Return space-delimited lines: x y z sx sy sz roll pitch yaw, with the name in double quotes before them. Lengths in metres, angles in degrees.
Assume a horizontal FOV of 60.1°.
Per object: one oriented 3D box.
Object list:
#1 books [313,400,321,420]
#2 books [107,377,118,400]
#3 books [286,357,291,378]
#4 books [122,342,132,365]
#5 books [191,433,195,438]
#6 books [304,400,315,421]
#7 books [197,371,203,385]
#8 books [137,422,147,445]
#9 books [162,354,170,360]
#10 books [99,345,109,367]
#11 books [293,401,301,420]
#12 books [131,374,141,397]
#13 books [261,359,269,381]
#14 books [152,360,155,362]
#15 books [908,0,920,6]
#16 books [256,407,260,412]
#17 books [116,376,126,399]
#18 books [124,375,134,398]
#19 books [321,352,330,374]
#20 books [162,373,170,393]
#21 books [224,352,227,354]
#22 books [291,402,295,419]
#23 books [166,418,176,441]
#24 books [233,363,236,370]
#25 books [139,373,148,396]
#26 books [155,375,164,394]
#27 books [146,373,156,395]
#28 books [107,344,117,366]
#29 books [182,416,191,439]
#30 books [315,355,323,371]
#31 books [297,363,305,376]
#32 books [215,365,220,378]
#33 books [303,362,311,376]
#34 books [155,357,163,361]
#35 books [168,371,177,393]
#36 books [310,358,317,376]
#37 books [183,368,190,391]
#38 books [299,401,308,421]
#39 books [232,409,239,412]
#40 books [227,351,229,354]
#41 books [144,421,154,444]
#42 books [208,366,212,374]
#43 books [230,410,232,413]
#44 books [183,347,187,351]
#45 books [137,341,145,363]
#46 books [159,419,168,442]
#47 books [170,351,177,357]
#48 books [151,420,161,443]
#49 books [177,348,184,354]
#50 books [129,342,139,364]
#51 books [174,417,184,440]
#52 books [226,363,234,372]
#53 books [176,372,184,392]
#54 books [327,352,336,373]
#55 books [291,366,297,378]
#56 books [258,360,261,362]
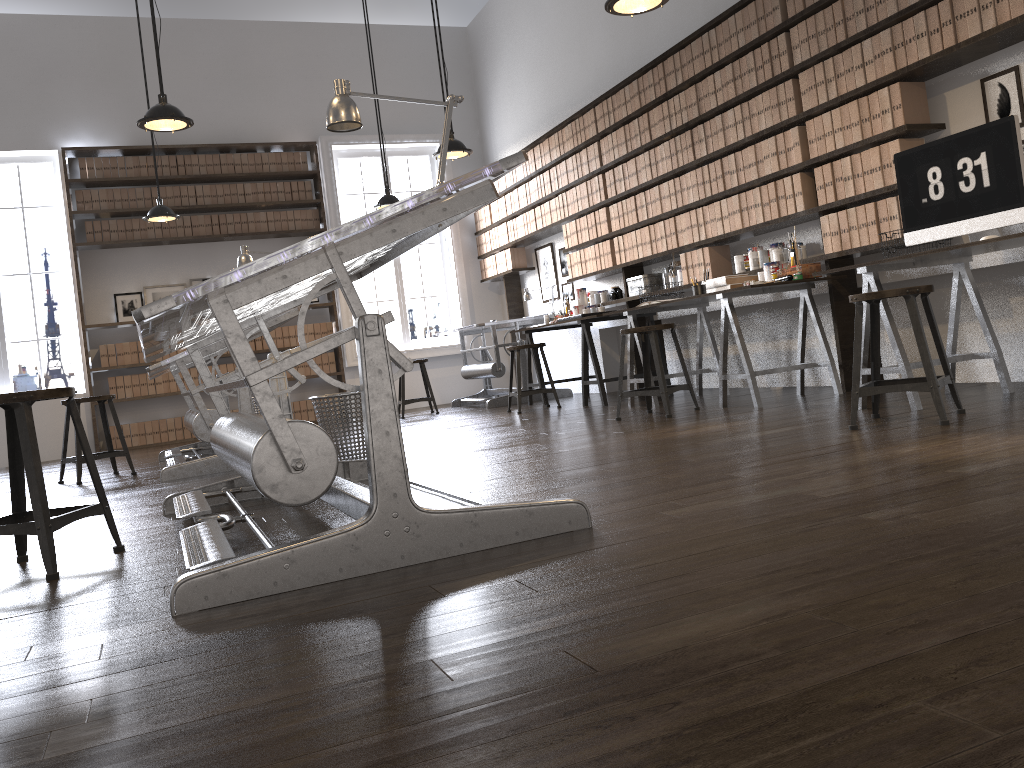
"books" -2.103 0.274 9.512 0.067 0.226 0.174 -7 0 -22
"books" -3.956 0.044 8.775 0.067 0.226 0.174 -7 0 -22
"books" -2.408 -0.171 9.419 0.067 0.226 0.174 -7 0 -22
"books" -3.845 -0.297 8.848 0.067 0.226 0.174 -7 0 -22
"books" -3.245 0.432 9.041 0.067 0.226 0.174 -7 0 -22
"books" -2.167 0.283 9.481 0.067 0.226 0.174 -7 0 -22
"books" -3.189 -0.063 9.099 0.067 0.226 0.174 -7 0 -22
"books" -3.700 0.495 8.851 0.067 0.226 0.174 -7 0 -22
"books" -3.518 -0.343 8.985 0.067 0.226 0.174 -7 0 -22
"books" -4.036 -0.271 8.769 0.067 0.226 0.174 -7 0 -22
"books" -2.299 0.301 9.431 0.067 0.226 0.174 -7 0 -22
"books" -3.761 0.016 8.863 0.067 0.226 0.174 -7 0 -22
"books" -2.601 -0.144 9.334 0.067 0.226 0.174 -7 0 -22
"books" -3.649 -0.325 8.932 0.067 0.226 0.174 -7 0 -22
"books" 2.011 -1.952 4.318 0.175 0.226 0.066 -7 -1 -22
"books" -2.675 0.353 9.277 0.067 0.226 0.174 -7 0 -22
"books" -3.889 0.034 8.802 0.067 0.226 0.174 -7 0 -22
"books" -3.824 0.025 8.833 0.067 0.226 0.174 -7 0 -22
"books" -2.031 -0.223 9.576 0.067 0.226 0.174 -7 0 -22
"books" -3.507 -0.019 8.965 0.067 0.226 0.174 -7 0 -22
"books" -3.011 -0.413 9.191 0.067 0.226 0.174 -7 0 -22
"books" -2.358 0.310 9.400 0.067 0.226 0.174 -7 0 -22
"books" -3.446 0.460 8.953 0.067 0.226 0.174 -7 0 -22
"books" -2.861 -0.108 9.234 0.067 0.226 0.174 -7 0 -22
"books" -3.697 0.008 8.888 0.067 0.226 0.174 -7 0 -22
"books" -3.565 -0.011 8.940 0.067 0.226 0.174 -7 0 -22
"books" -3.630 -0.001 8.911 0.067 0.226 0.174 -7 0 -22
"books" -3.968 -0.280 8.793 0.067 0.226 0.174 -7 0 -22
"books" -3.311 0.441 9.008 0.067 0.226 0.174 -7 0 -22
"books" -2.096 -0.214 9.549 0.067 0.226 0.174 -7 0 -22
"books" -2.276 -0.189 9.471 0.067 0.226 0.174 -7 0 -22
"books" -3.052 -0.082 9.155 0.067 0.226 0.174 -7 0 -22
"books" -2.219 -0.197 9.497 0.067 0.226 0.174 -7 0 -22
"books" -3.581 -0.334 8.955 0.067 0.226 0.174 -7 0 -22
"books" -3.444 -0.027 8.986 0.067 0.226 0.174 -7 0 -22
"books" -2.156 -0.205 9.518 0.067 0.226 0.174 -7 0 -22
"books" -3.319 -0.045 9.044 0.067 0.226 0.174 -7 0 -22
"books" -2.233 0.292 9.458 0.067 0.226 0.174 -7 0 -22
"books" -2.857 0.379 9.197 0.067 0.226 0.174 -7 0 -22
"books" -2.943 -0.422 9.216 0.067 0.226 0.174 -7 0 -22
"books" -3.637 0.487 8.872 0.067 0.226 0.174 -7 0 -22
"books" -3.118 -0.072 9.122 0.067 0.226 0.174 -7 0 -22
"books" -2.923 0.388 9.168 0.067 0.226 0.174 -7 0 -22
"books" -3.329 -0.369 9.062 0.067 0.226 0.174 -7 0 -22
"books" -3.715 -0.315 8.898 0.067 0.226 0.174 -7 0 -22
"books" -3.512 0.469 8.930 0.067 0.226 0.174 -7 0 -22
"books" -3.453 -0.352 9.012 0.067 0.226 0.174 -7 0 -22
"books" -3.577 0.478 8.903 0.067 0.226 0.174 -7 0 -22
"books" -3.389 -0.360 9.032 0.067 0.226 0.174 -7 0 -22
"books" -3.786 -0.306 8.875 0.067 0.226 0.174 -7 0 -22
"books" -3.382 0.451 8.985 0.067 0.226 0.174 -7 0 -22
"books" -2.924 -0.099 9.204 0.067 0.226 0.174 -7 0 -22
"books" -3.385 -0.036 9.017 0.067 0.226 0.174 -7 0 -22
"books" -1.964 -0.232 9.599 0.067 0.226 0.174 -7 0 -22
"books" -2.342 -0.180 9.442 0.067 0.226 0.174 -7 0 -22
"books" -2.667 -0.135 9.306 0.067 0.226 0.174 -7 0 -22
